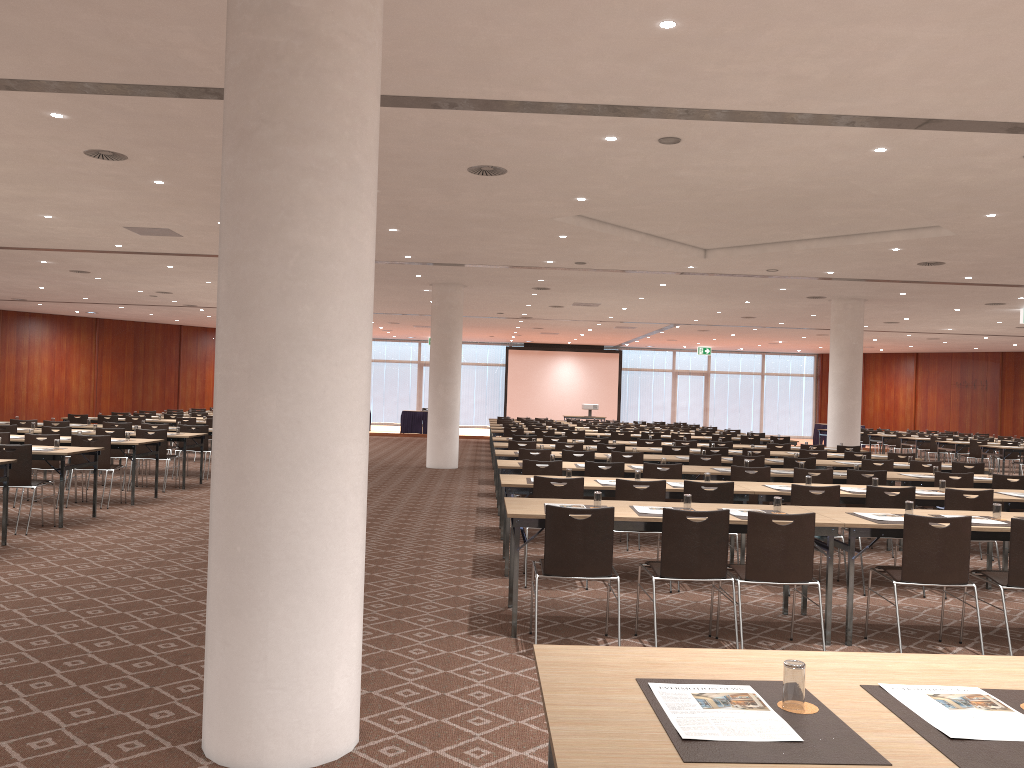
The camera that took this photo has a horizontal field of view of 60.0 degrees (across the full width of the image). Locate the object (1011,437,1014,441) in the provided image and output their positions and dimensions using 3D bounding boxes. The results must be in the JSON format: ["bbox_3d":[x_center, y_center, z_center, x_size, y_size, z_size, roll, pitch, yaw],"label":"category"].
[{"bbox_3d":[13.684,1.508,24.254,0.054,0.114,0.054,2,0,-36],"label":"object"}]

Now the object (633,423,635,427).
[{"bbox_3d":[3.557,1.199,25.939,0.054,0.114,0.054,2,0,32],"label":"object"}]

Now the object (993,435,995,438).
[{"bbox_3d":[14.274,1.555,26.266,0.054,0.114,0.054,2,0,-36],"label":"object"}]

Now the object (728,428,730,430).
[{"bbox_3d":[5.884,1.248,24.006,0.054,0.114,0.054,2,0,-36],"label":"object"}]

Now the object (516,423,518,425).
[{"bbox_3d":[0.121,1.029,21.837,0.054,0.114,0.054,2,0,-36],"label":"object"}]

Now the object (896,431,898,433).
[{"bbox_3d":[11.363,1.459,26.181,0.054,0.114,0.054,2,0,-13],"label":"object"}]

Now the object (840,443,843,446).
[{"bbox_3d":[6.134,1.152,16.520,0.054,0.114,0.054,2,0,-13],"label":"object"}]

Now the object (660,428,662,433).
[{"bbox_3d":[3.686,1.147,21.940,0.054,0.114,0.054,2,0,-36],"label":"object"}]

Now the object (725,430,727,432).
[{"bbox_3d":[5.311,1.201,21.996,0.054,0.114,0.054,2,0,32],"label":"object"}]

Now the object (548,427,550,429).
[{"bbox_3d":[0.831,1.024,19.860,0.054,0.114,0.054,2,0,32],"label":"object"}]

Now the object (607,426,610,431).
[{"bbox_3d":[2.382,1.104,21.906,0.054,0.114,0.054,2,0,-36],"label":"object"}]

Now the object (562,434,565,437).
[{"bbox_3d":[0.945,0.979,16.353,0.054,0.114,0.054,2,0,9],"label":"object"}]

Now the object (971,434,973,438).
[{"bbox_3d":[13.623,1.534,26.256,0.054,0.114,0.054,2,0,-36],"label":"object"}]

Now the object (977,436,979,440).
[{"bbox_3d":[12.729,1.476,24.224,0.054,0.114,0.054,2,0,-13],"label":"object"}]

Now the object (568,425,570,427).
[{"bbox_3d":[1.408,1.072,21.875,0.054,0.114,0.054,2,0,-36],"label":"object"}]

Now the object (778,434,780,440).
[{"bbox_3d":[6.023,1.197,20.007,0.054,0.114,0.054,2,0,-36],"label":"object"}]

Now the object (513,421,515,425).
[{"bbox_3d":[0.057,1.055,23.825,0.054,0.114,0.054,2,0,-36],"label":"object"}]

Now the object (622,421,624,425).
[{"bbox_3d":[3.496,1.225,27.936,0.054,0.114,0.054,2,0,32],"label":"object"}]

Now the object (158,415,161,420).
[{"bbox_3d":[-7.779,0.738,19.592,0.054,0.114,0.054,2,0,32],"label":"object"}]

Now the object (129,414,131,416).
[{"bbox_3d":[-8.429,0.716,19.560,0.054,0.114,0.054,2,0,32],"label":"object"}]

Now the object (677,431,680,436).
[{"bbox_3d":[3.747,1.121,19.940,0.054,0.114,0.054,2,0,-36],"label":"object"}]

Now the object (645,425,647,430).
[{"bbox_3d":[3.615,1.173,23.942,0.054,0.114,0.054,2,0,32],"label":"object"}]

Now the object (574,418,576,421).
[{"bbox_3d":[2.130,1.208,29.907,0.054,0.114,0.054,2,0,32],"label":"object"}]

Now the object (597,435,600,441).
[{"bbox_3d":[1.598,1.001,16.381,0.054,0.114,0.054,2,0,32],"label":"object"}]

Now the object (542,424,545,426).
[{"bbox_3d":[0.775,1.050,21.846,0.054,0.114,0.054,2,0,-36],"label":"object"}]

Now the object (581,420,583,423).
[{"bbox_3d":[2.203,1.182,27.906,0.054,0.114,0.054,2,0,32],"label":"object"}]

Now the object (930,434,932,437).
[{"bbox_3d":[11.425,1.433,24.179,0.054,0.114,0.054,2,0,-13],"label":"object"}]

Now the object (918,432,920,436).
[{"bbox_3d":[12.016,1.480,26.201,0.054,0.114,0.054,2,0,-13],"label":"object"}]

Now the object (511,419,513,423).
[{"bbox_3d":[0.001,1.081,25.824,0.054,0.114,0.054,2,0,-36],"label":"object"}]

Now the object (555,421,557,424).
[{"bbox_3d":[1.284,1.124,25.879,0.054,0.114,0.054,2,0,32],"label":"object"}]

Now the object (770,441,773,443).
[{"bbox_3d":[4.825,1.108,16.475,0.054,0.114,0.054,2,0,9],"label":"object"}]

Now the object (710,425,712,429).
[{"bbox_3d":[5.831,1.275,26.009,0.054,0.114,0.054,2,0,-36],"label":"object"}]

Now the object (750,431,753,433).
[{"bbox_3d":[5.946,1.222,22.010,0.054,0.114,0.054,2,0,-36],"label":"object"}]

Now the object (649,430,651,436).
[{"bbox_3d":[3.106,1.100,19.924,0.054,0.114,0.054,2,0,-36],"label":"object"}]

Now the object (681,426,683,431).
[{"bbox_3d":[4.600,1.206,23.976,0.054,0.114,0.054,2,0,32],"label":"object"}]

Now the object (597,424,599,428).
[{"bbox_3d":[2.325,1.130,23.895,0.054,0.114,0.054,2,0,32],"label":"object"}]

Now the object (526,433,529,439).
[{"bbox_3d":[0.284,0.957,16.327,0.054,0.114,0.054,2,0,-13],"label":"object"}]

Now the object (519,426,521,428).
[{"bbox_3d":[0.178,1.003,19.841,0.054,0.114,0.054,2,0,-36],"label":"object"}]

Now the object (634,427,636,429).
[{"bbox_3d":[3.043,1.126,21.917,0.054,0.114,0.054,2,0,-36],"label":"object"}]

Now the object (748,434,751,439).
[{"bbox_3d":[5.361,1.175,19.991,0.054,0.114,0.054,2,0,32],"label":"object"}]

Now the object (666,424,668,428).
[{"bbox_3d":[4.537,1.232,25.970,0.054,0.114,0.054,2,0,32],"label":"object"}]

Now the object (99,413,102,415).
[{"bbox_3d":[-9.076,0.695,19.542,0.054,0.114,0.054,2,0,32],"label":"object"}]

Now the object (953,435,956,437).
[{"bbox_3d":[12.078,1.454,24.209,0.054,0.114,0.054,2,0,-13],"label":"object"}]

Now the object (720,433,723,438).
[{"bbox_3d":[4.724,1.154,19.976,0.054,0.114,0.054,2,0,32],"label":"object"}]

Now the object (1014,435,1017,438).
[{"bbox_3d":[14.930,1.577,26.295,0.054,0.114,0.054,2,0,-36],"label":"object"}]

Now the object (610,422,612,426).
[{"bbox_3d":[2.900,1.177,25.922,0.054,0.114,0.054,2,0,32],"label":"object"}]

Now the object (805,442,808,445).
[{"bbox_3d":[5.480,1.130,16.504,0.054,0.114,0.054,2,0,32],"label":"object"}]

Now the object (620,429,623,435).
[{"bbox_3d":[2.452,1.078,19.893,0.054,0.114,0.054,2,0,-36],"label":"object"}]

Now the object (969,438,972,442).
[{"bbox_3d":[11.478,1.406,22.187,0.054,0.114,0.054,2,0,-36],"label":"object"}]

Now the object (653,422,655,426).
[{"bbox_3d":[4.466,1.257,27.971,0.054,0.114,0.054,2,0,32],"label":"object"}]

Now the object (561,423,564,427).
[{"bbox_3d":[1.360,1.098,23.869,0.054,0.114,0.054,2,0,32],"label":"object"}]

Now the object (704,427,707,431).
[{"bbox_3d":[5.234,1.227,23.997,0.054,0.114,0.054,2,0,32],"label":"object"}]

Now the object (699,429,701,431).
[{"bbox_3d":[4.655,1.179,21.964,0.054,0.114,0.054,2,0,32],"label":"object"}]

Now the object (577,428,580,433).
[{"bbox_3d":[1.484,1.046,19.866,0.054,0.114,0.054,2,0,32],"label":"object"}]
